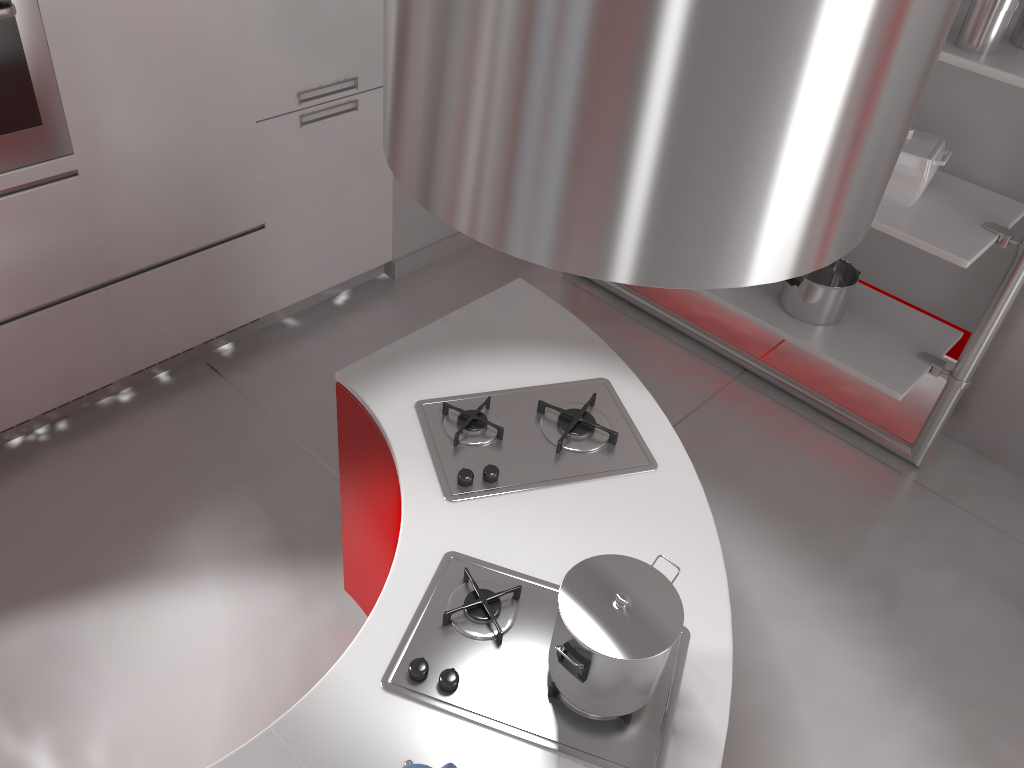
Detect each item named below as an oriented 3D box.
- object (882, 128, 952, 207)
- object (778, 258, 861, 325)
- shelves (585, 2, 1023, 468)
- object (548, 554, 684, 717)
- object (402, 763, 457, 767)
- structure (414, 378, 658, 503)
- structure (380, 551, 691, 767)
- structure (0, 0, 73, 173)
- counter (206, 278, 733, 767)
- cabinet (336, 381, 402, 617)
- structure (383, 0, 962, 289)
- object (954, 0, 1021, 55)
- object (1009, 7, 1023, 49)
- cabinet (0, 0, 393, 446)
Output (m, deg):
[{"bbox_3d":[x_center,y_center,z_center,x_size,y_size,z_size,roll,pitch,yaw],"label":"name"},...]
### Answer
[{"bbox_3d":[1.224,-0.718,2.815,0.282,0.197,0.235,26,43,22],"label":"object"},{"bbox_3d":[1.094,-0.345,3.175,0.240,0.161,0.259,21,42,16],"label":"object"},{"bbox_3d":[0.993,-1.113,2.815,1.735,2.599,0.535,34,47,29],"label":"shelves"},{"bbox_3d":[0.155,0.383,1.362,0.189,0.185,0.218,8,40,1],"label":"object"},{"bbox_3d":[-0.126,0.562,1.199,0.080,0.100,0.109,15,40,9],"label":"object"},{"bbox_3d":[0.048,0.095,1.862,0.457,0.037,0.303,-7,42,-16],"label":"structure"},{"bbox_3d":[0.051,0.439,1.453,0.457,0.037,0.303,16,41,10],"label":"structure"},{"bbox_3d":[-1.415,-0.750,2.153,0.050,0.589,0.599,34,47,29],"label":"structure"},{"bbox_3d":[-1.003,0.745,1.647,2.865,0.880,1.868,-4,41,-13],"label":"counter"},{"bbox_3d":[-1.167,0.571,1.781,1.875,0.761,1.025,3,40,-5],"label":"cabinet"},{"bbox_3d":[0.199,-0.669,0.880,0.644,0.958,0.644,10,40,4],"label":"structure"},{"bbox_3d":[1.271,-1.017,2.320,0.115,0.274,0.115,28,44,24],"label":"object"},{"bbox_3d":[1.460,-1.006,2.426,0.127,0.157,0.127,-22,48,-30],"label":"object"},{"bbox_3d":[-1.460,-0.876,2.615,0.614,2.026,2.398,34,47,29],"label":"cabinet"}]
